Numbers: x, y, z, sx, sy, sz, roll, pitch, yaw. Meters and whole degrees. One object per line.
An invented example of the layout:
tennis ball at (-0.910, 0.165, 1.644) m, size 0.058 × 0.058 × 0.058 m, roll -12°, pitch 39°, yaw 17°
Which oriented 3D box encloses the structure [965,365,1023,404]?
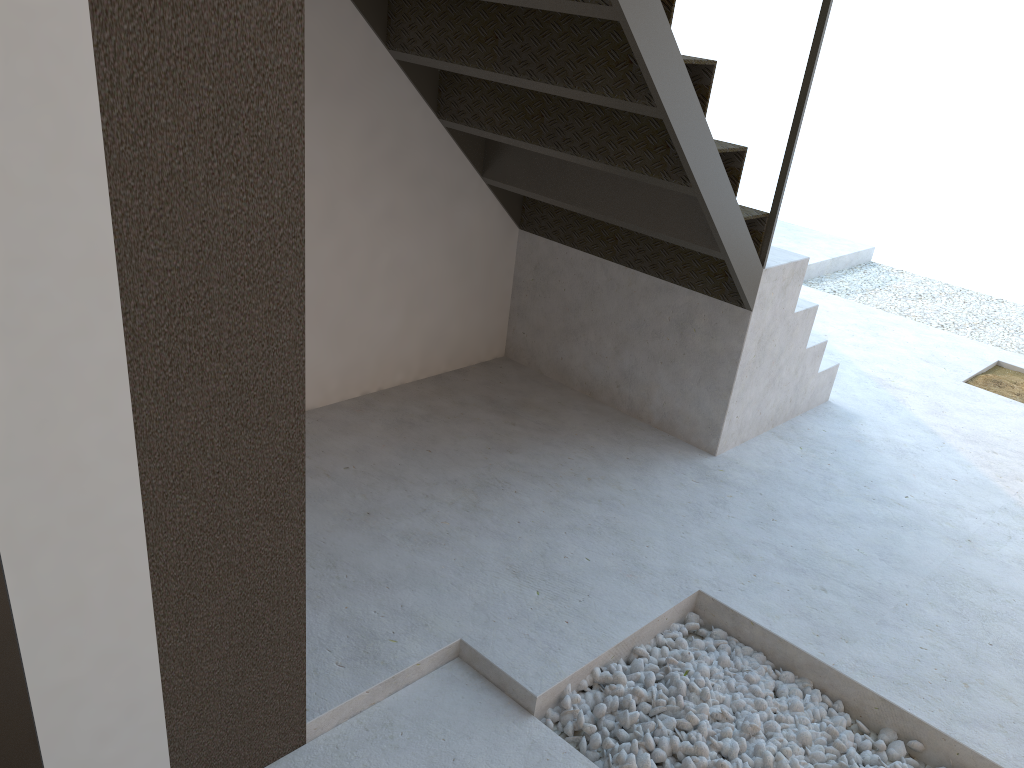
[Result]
structure at (2.861, 0.074, 4.227) m, size 1.178 × 0.304 × 0.734 m, roll 27°, pitch 31°, yaw 36°

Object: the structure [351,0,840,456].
structure at (-1.039, -1.233, 1.205) m, size 6.440 × 4.104 × 1.133 m, roll -18°, pitch 36°, yaw -42°
